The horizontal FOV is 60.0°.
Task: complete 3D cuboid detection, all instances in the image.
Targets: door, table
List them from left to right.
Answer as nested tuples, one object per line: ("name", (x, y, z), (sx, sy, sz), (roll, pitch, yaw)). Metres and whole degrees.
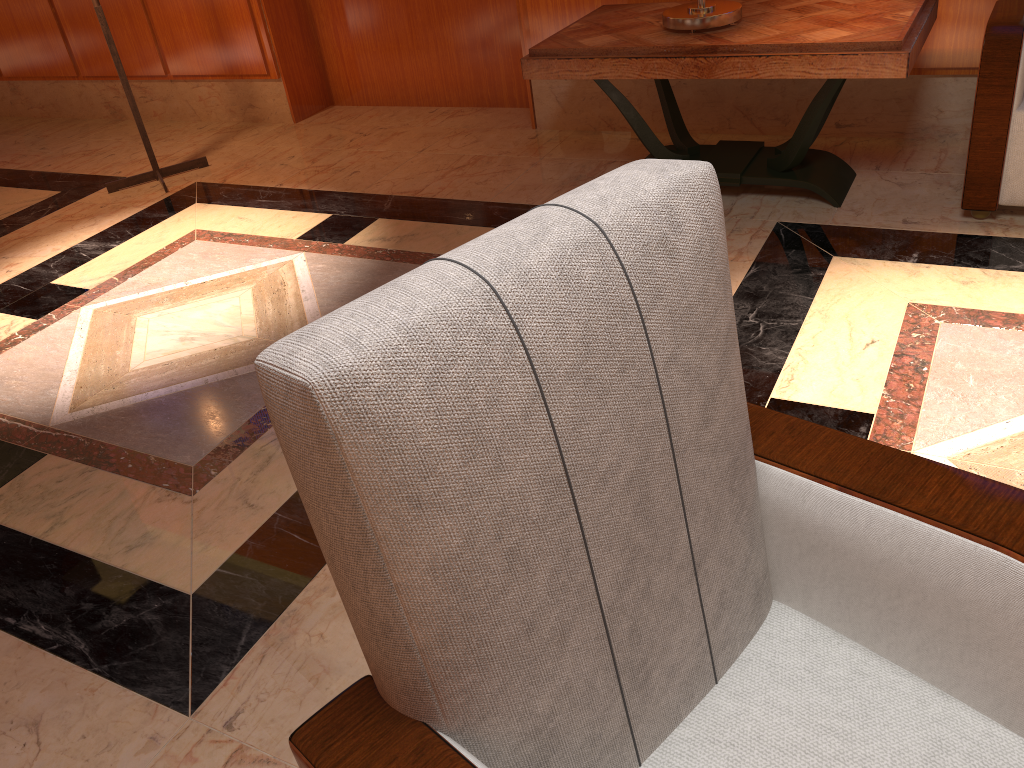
("door", (-0.665, -2.545, 4.106), (1.542, 2.605, 0.345), (9, 36, 28))
("table", (0.788, -1.013, 3.230), (1.273, 0.596, 0.736), (10, 37, 27))

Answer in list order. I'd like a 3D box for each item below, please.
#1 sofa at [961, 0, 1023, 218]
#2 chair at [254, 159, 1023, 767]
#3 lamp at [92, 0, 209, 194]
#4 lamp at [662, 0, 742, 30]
("sofa", (2.294, -0.929, 2.402), (1.803, 0.916, 0.622), (10, 37, 28))
("chair", (0.232, 0.332, 0.934), (0.745, 0.944, 0.633), (-32, 38, -32))
("lamp", (-1.908, -1.667, 3.960), (0.360, 1.632, 0.535), (3, 33, 19))
("lamp", (0.599, -1.578, 2.845), (0.459, 0.780, 0.466), (-12, 32, -5))
